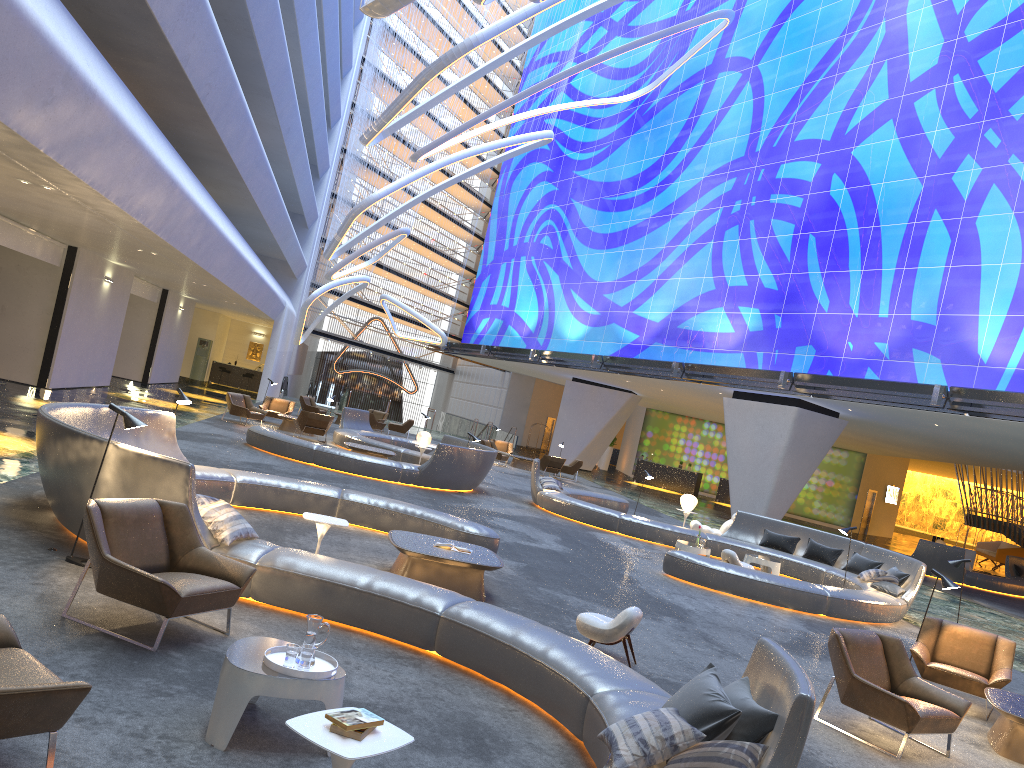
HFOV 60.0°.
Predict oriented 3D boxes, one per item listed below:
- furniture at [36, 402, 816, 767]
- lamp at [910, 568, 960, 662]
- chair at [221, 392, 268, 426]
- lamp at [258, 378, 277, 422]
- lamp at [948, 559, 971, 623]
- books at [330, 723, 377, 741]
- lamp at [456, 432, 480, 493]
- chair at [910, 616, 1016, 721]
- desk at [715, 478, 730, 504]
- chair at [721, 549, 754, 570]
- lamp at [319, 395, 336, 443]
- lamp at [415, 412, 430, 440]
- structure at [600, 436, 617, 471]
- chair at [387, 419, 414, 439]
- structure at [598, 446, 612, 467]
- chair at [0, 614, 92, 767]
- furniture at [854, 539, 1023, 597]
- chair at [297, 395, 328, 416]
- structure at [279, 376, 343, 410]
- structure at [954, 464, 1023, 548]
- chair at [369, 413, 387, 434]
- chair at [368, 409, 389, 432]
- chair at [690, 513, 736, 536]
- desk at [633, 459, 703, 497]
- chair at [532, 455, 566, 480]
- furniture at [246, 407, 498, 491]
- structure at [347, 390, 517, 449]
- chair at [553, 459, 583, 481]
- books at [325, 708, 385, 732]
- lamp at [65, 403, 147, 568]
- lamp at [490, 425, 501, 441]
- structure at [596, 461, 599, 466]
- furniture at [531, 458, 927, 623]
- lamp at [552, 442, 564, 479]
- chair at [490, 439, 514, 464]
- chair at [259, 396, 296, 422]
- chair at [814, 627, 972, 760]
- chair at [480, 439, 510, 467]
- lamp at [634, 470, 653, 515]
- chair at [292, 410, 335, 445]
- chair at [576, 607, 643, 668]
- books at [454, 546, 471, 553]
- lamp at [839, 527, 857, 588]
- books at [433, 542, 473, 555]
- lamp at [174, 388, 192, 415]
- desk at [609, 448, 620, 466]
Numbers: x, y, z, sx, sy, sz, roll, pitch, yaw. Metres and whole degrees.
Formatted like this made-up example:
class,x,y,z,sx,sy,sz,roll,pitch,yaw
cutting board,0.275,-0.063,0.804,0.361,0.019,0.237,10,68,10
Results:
class,x,y,z,sx,sy,sz,roll,pitch,yaw
furniture,-1.712,1.290,7.178,5.194,0.969,9.912,13,-2,-14
lamp,4.443,2.624,9.413,0.382,1.300,0.202,13,0,42
chair,-7.142,0.695,23.650,0.936,0.766,0.932,12,-1,23
lamp,-7.235,0.475,26.171,0.384,1.300,0.202,13,0,7
lamp,6.725,3.270,13.505,0.383,1.300,0.202,13,0,33
books,-0.605,1.312,3.405,0.128,0.030,0.182,13,-2,12
lamp,-0.968,1.682,18.924,0.384,1.300,0.202,13,0,7
chair,4.662,2.944,9.222,0.926,0.766,0.942,12,-1,31
desk,10.984,5.188,40.687,2.968,1.097,0.816,12,-1,26
chair,4.114,3.139,15.214,0.583,0.501,1.791,12,-2,43
lamp,-4.906,0.928,23.609,0.202,1.300,0.384,13,0,6
lamp,-2.785,1.515,26.960,0.384,1.300,0.202,13,0,7
structure,5.078,3.545,46.872,1.026,2.051,0.770,13,0,-32
chair,-4.276,1.664,33.887,0.940,0.766,0.928,13,-1,-9
structure,5.162,3.630,49.009,0.775,2.051,1.018,13,0,-40
chair,-2.335,1.174,3.562,0.926,0.766,0.942,12,-1,39
furniture,15.340,5.779,26.664,9.918,0.969,5.192,13,-2,6
chair,-7.460,0.914,33.130,0.937,0.766,0.931,13,-1,14
structure,-12.836,3.860,54.863,3.021,8.238,19.808,13,-1,-10
structure,25.359,5.857,31.607,11.998,6.247,16.471,13,-1,-11
chair,-5.178,1.405,32.153,0.926,0.766,0.942,12,-1,41
chair,-5.473,1.428,35.088,0.927,0.766,0.941,13,-1,16
chair,4.499,3.160,19.395,1.156,0.882,0.730,13,-1,9
desk,7.257,4.359,41.368,2.968,1.097,0.816,12,-1,28
chair,1.264,2.818,30.313,0.932,0.766,0.936,13,-1,-27
furniture,-2.705,1.529,22.286,5.181,0.969,9.939,13,-2,6
structure,-6.761,5.330,56.498,9.317,8.399,19.712,13,-1,-10
chair,1.996,3.032,31.859,0.939,0.766,0.929,13,-1,-2
books,-0.603,1.285,3.404,0.133,0.022,0.190,11,-2,40
lamp,-3.197,0.807,7.014,0.384,1.300,0.201,13,0,-11
lamp,-0.717,2.177,33.161,0.384,1.300,0.202,13,0,7
structure,5.190,3.696,50.942,1.022,2.051,0.773,13,0,1
furniture,3.685,2.846,17.750,5.197,0.969,9.907,13,-2,-18
lamp,1.612,2.630,30.600,0.202,1.300,0.384,13,0,6
chair,-0.441,2.517,33.171,0.930,0.766,0.938,13,-1,-4
chair,-6.959,0.815,26.180,0.930,0.766,0.938,13,-1,-4
chair,3.092,2.526,7.261,0.932,0.766,0.935,13,-1,-32
chair,-0.624,2.397,30.641,0.936,0.766,0.932,12,-1,23
lamp,2.974,2.625,20.329,0.202,1.300,0.383,13,0,-35
chair,-5.253,1.116,23.323,0.932,0.766,0.936,13,-1,-27
chair,0.855,2.168,7.835,0.585,0.501,0.492,12,-1,24
books,-0.516,1.736,9.281,0.134,0.012,0.188,13,-2,-21
lamp,5.872,3.145,15.755,0.385,1.300,0.201,13,0,-17
books,-0.612,1.709,9.303,0.395,0.039,0.301,13,-2,3
lamp,-4.204,0.698,10.938,0.382,1.300,0.202,13,0,39
desk,6.528,4.684,57.368,2.968,1.097,0.816,12,-1,28
